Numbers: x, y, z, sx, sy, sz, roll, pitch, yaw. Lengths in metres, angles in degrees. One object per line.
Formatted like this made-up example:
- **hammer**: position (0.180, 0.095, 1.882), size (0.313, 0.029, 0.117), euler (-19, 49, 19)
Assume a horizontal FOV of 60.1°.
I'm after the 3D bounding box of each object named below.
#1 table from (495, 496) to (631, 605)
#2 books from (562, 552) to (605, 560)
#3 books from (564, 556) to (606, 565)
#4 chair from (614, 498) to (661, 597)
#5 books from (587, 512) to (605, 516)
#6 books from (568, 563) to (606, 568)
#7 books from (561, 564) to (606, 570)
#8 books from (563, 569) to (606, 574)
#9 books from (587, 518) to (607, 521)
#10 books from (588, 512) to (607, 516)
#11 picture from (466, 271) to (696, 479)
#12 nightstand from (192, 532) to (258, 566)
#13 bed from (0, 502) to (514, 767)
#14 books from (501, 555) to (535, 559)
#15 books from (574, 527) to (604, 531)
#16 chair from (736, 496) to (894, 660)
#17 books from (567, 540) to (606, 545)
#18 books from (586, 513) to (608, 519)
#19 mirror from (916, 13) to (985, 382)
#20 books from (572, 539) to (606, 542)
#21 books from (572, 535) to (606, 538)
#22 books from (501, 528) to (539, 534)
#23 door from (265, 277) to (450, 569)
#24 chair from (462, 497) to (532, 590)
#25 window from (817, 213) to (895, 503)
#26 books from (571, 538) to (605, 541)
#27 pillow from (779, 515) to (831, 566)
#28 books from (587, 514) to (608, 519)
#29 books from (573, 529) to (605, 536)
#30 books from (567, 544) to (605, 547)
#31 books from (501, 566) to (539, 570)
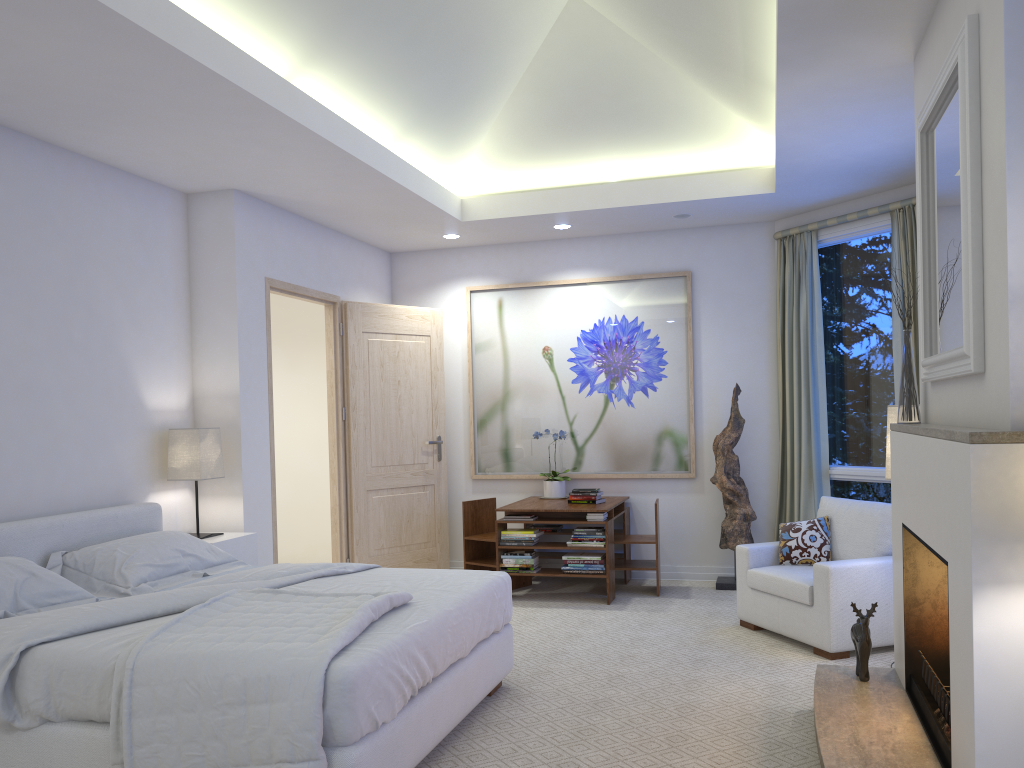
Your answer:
- **table**: position (0.378, 1.115, 6.099), size (0.740, 0.600, 0.900), euler (-2, -1, 16)
- **books**: position (0.466, 1.111, 5.715), size (0.249, 0.022, 0.179), euler (-2, -2, 16)
- **books**: position (0.478, 1.136, 5.713), size (0.257, 0.034, 0.155), euler (-2, -2, 16)
- **chair**: position (0.820, 1.094, 5.975), size (0.340, 0.611, 0.340), euler (-1, 0, 11)
- **books**: position (0.546, 0.828, 5.664), size (0.103, 0.013, 0.142), euler (-2, -2, 16)
- **books**: position (0.499, 1.157, 5.699), size (0.234, 0.018, 0.169), euler (-2, -2, 21)
- **books**: position (0.476, 1.174, 5.708), size (0.284, 0.018, 0.181), euler (-2, -2, 16)
- **books**: position (0.484, 1.196, 5.720), size (0.276, 0.032, 0.192), euler (-2, -2, 16)
- **books**: position (0.545, 0.863, 5.666), size (0.101, 0.012, 0.140), euler (-2, -2, 16)
- **books**: position (0.546, 0.828, 5.665), size (0.100, 0.012, 0.140), euler (-2, -2, 16)
- **picture**: position (0.478, -0.036, 6.507), size (1.681, 1.461, 0.030), euler (-2, 1, 16)
- **nightstand**: position (-1.939, 1.085, 3.689), size (0.400, 0.600, 2.550), euler (-1, -2, 16)
- **bed**: position (-1.162, 0.952, 3.528), size (2.020, 0.815, 1.969), euler (-2, -2, 16)
- **books**: position (0.043, 1.127, 5.810), size (0.205, 0.019, 0.119), euler (-2, -2, 16)
- **books**: position (0.499, 0.933, 5.698), size (0.177, 0.017, 0.113), euler (-2, -2, 16)
- **chair**: position (1.683, 0.975, 4.671), size (0.687, 0.707, 0.807), euler (-1, -1, -19)
- **books**: position (0.494, 1.015, 5.709), size (0.249, 0.015, 0.179), euler (-2, -2, 16)
- **books**: position (0.545, 0.846, 5.670), size (0.111, 0.022, 0.153), euler (-2, -2, 16)
- **mirror**: position (1.334, -0.488, 2.733), size (0.039, 0.941, 0.840), euler (-1, 0, 16)
- **books**: position (0.502, 1.002, 5.694), size (0.205, 0.011, 0.148), euler (-2, -2, 16)
- **books**: position (0.506, 0.974, 5.698), size (0.218, 0.017, 0.137), euler (-2, -2, 16)
- **books**: position (0.057, 0.969, 5.824), size (0.217, 0.019, 0.157), euler (-2, -2, 16)
- **door**: position (-1.092, 0.422, 6.024), size (0.361, 2.057, 1.782), euler (-1, 0, 33)
- **chair**: position (-0.105, 1.129, 6.272), size (0.340, 0.611, 0.340), euler (-1, 0, 41)
- **window**: position (1.368, -0.088, 2.735), size (0.814, 2.026, 6.844), euler (-1, -2, 16)
- **books**: position (0.496, 0.990, 5.697), size (0.209, 0.015, 0.146), euler (-2, -2, 16)
- **pillow**: position (1.599, 0.855, 4.841), size (0.285, 0.272, 0.187), euler (-2, 0, 26)
- **books**: position (0.545, 0.846, 5.671), size (0.108, 0.020, 0.151), euler (-2, -2, 16)
- **books**: position (0.506, 0.954, 5.698), size (0.205, 0.026, 0.124), euler (-2, -2, 21)
- **books**: position (0.498, 1.029, 5.704), size (0.239, 0.017, 0.173), euler (-2, -2, 21)
- **books**: position (0.053, 1.199, 5.813), size (0.217, 0.021, 0.157), euler (-2, -2, 16)
